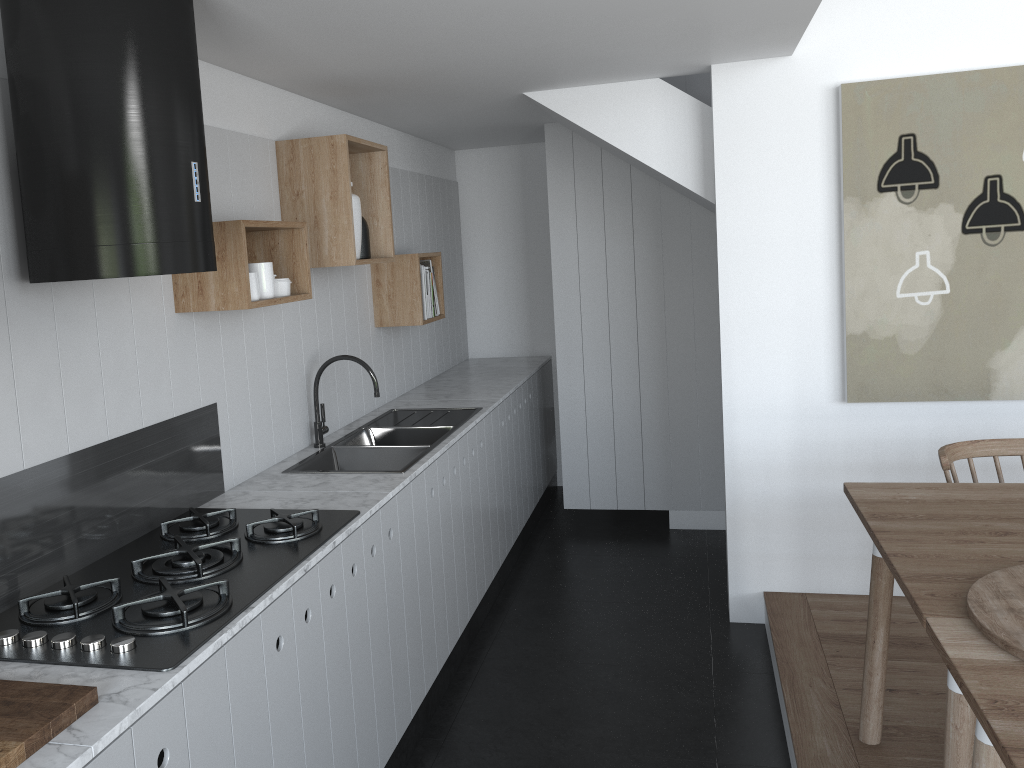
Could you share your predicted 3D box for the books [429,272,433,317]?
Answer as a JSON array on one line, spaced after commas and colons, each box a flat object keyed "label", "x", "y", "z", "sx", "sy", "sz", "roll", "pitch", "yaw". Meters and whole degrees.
[{"label": "books", "x": -0.470, "y": -0.443, "z": 4.436, "sx": 0.145, "sy": 0.227, "sz": 0.011, "roll": -2, "pitch": 6, "yaw": 15}]

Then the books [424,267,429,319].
[{"label": "books", "x": -0.501, "y": -0.450, "z": 4.390, "sx": 0.165, "sy": 0.256, "sz": 0.014, "roll": -2, "pitch": 6, "yaw": 15}]

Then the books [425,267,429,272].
[{"label": "books", "x": -0.480, "y": -0.456, "z": 4.426, "sx": 0.144, "sy": 0.253, "sz": 0.011, "roll": -2, "pitch": 6, "yaw": 15}]

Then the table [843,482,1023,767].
[{"label": "table", "x": 1.885, "y": 0.705, "z": 1.875, "sx": 2.071, "sy": 0.745, "sz": 0.928, "roll": -2, "pitch": 8, "yaw": 14}]

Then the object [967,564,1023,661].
[{"label": "object", "x": 1.165, "y": 0.422, "z": 1.505, "sx": 0.696, "sy": 0.023, "sz": 0.584, "roll": 3, "pitch": 11, "yaw": 35}]

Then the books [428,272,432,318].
[{"label": "books", "x": -0.476, "y": -0.441, "z": 4.415, "sx": 0.145, "sy": 0.225, "sz": 0.011, "roll": -2, "pitch": 6, "yaw": 15}]

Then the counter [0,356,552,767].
[{"label": "counter", "x": -0.622, "y": 0.323, "z": 3.023, "sx": 0.587, "sy": 0.020, "sz": 6.083, "roll": -2, "pitch": 9, "yaw": 12}]

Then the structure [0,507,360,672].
[{"label": "structure", "x": -0.803, "y": 0.434, "z": 2.162, "sx": 0.562, "sy": 0.048, "sz": 0.976, "roll": -2, "pitch": 9, "yaw": 13}]

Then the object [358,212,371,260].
[{"label": "object", "x": -0.667, "y": -0.631, "z": 3.662, "sx": 0.155, "sy": 0.235, "sz": 0.158, "roll": -2, "pitch": 7, "yaw": 11}]

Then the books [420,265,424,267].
[{"label": "books", "x": -0.506, "y": -0.450, "z": 4.371, "sx": 0.163, "sy": 0.262, "sz": 0.025, "roll": -2, "pitch": 6, "yaw": 15}]

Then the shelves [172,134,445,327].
[{"label": "shelves", "x": -0.820, "y": -0.448, "z": 2.883, "sx": 0.304, "sy": 0.792, "sz": 3.553, "roll": -2, "pitch": 9, "yaw": 12}]

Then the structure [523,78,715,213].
[{"label": "structure", "x": 1.791, "y": -0.380, "z": 4.043, "sx": 3.655, "sy": 2.617, "sz": 1.047, "roll": -2, "pitch": 6, "yaw": 15}]

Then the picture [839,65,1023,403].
[{"label": "picture", "x": 1.916, "y": -0.548, "z": 3.248, "sx": 1.316, "sy": 1.212, "sz": 0.059, "roll": -2, "pitch": 6, "yaw": 15}]

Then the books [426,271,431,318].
[{"label": "books", "x": -0.487, "y": -0.442, "z": 4.404, "sx": 0.151, "sy": 0.233, "sz": 0.015, "roll": -2, "pitch": 6, "yaw": 15}]

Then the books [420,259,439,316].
[{"label": "books", "x": -0.468, "y": -0.485, "z": 4.494, "sx": 0.159, "sy": 0.289, "sz": 0.096, "roll": -2, "pitch": 6, "yaw": 14}]

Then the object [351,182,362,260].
[{"label": "object", "x": -0.701, "y": -0.631, "z": 3.453, "sx": 0.226, "sy": 0.300, "sz": 0.232, "roll": -5, "pitch": 7, "yaw": -14}]

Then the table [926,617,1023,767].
[{"label": "table", "x": 1.701, "y": 0.856, "z": 0.976, "sx": 2.071, "sy": 0.745, "sz": 0.928, "roll": -2, "pitch": 8, "yaw": 14}]

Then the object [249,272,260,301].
[{"label": "object", "x": -0.804, "y": -0.290, "z": 2.664, "sx": 0.081, "sy": 0.087, "sz": 0.085, "roll": -10, "pitch": 9, "yaw": -40}]

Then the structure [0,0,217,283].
[{"label": "structure", "x": -0.935, "y": -0.682, "z": 2.047, "sx": 0.405, "sy": 0.864, "sz": 0.426, "roll": -7, "pitch": 7, "yaw": -30}]

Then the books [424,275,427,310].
[{"label": "books", "x": -0.497, "y": -0.425, "z": 4.350, "sx": 0.155, "sy": 0.218, "sz": 0.018, "roll": -2, "pitch": 6, "yaw": 15}]

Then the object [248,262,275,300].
[{"label": "object", "x": -0.785, "y": -0.320, "z": 2.759, "sx": 0.087, "sy": 0.115, "sz": 0.085, "roll": -2, "pitch": 7, "yaw": 13}]

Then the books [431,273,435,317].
[{"label": "books", "x": -0.464, "y": -0.445, "z": 4.448, "sx": 0.145, "sy": 0.222, "sz": 0.014, "roll": -2, "pitch": 6, "yaw": 15}]

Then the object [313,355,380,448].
[{"label": "object", "x": -0.647, "y": 0.069, "z": 3.469, "sx": 0.294, "sy": 0.372, "sz": 0.090, "roll": -2, "pitch": 6, "yaw": 14}]

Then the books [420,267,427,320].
[{"label": "books", "x": -0.501, "y": -0.439, "z": 4.318, "sx": 0.165, "sy": 0.256, "sz": 0.014, "roll": -2, "pitch": 6, "yaw": 15}]

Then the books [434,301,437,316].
[{"label": "books", "x": -0.467, "y": -0.447, "z": 4.491, "sx": 0.145, "sy": 0.220, "sz": 0.069, "roll": -2, "pitch": 6, "yaw": 14}]

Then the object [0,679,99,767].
[{"label": "object", "x": -0.939, "y": 0.564, "z": 1.437, "sx": 0.406, "sy": 0.030, "sz": 0.288, "roll": -2, "pitch": 9, "yaw": 14}]

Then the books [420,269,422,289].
[{"label": "books", "x": -0.549, "y": -0.448, "z": 4.316, "sx": 0.230, "sy": 0.279, "sz": 0.010, "roll": -2, "pitch": 6, "yaw": 15}]

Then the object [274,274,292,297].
[{"label": "object", "x": -0.783, "y": -0.324, "z": 2.906, "sx": 0.108, "sy": 0.073, "sz": 0.130, "roll": -5, "pitch": 8, "yaw": -8}]

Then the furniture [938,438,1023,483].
[{"label": "furniture", "x": 1.916, "y": 0.596, "z": 2.367, "sx": 1.379, "sy": 0.806, "sz": 0.540, "roll": -2, "pitch": 7, "yaw": 14}]

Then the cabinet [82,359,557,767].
[{"label": "cabinet", "x": -0.321, "y": 0.698, "z": 2.989, "sx": 0.010, "sy": 0.743, "sz": 6.080, "roll": -2, "pitch": 9, "yaw": 12}]

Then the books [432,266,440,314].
[{"label": "books", "x": -0.454, "y": -0.474, "z": 4.514, "sx": 0.144, "sy": 0.247, "sz": 0.075, "roll": -2, "pitch": 6, "yaw": 14}]

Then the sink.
[{"label": "sink", "x": -0.467, "y": 0.291, "z": 3.613, "sx": 0.459, "sy": 0.165, "sz": 1.169, "roll": -2, "pitch": 9, "yaw": 12}]
